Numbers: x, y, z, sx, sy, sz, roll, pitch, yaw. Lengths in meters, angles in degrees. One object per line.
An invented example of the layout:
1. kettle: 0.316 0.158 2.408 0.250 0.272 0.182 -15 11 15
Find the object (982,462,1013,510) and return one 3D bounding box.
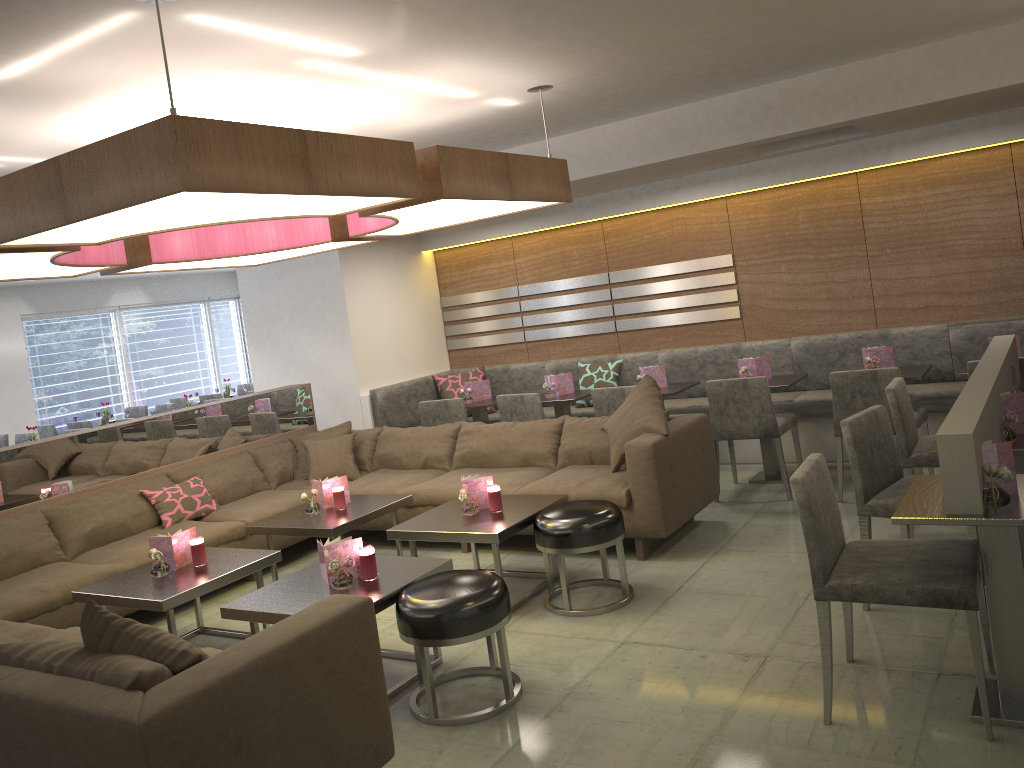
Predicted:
1. object: 1.385 0.292 2.549 0.099 0.125 0.101 -9 3 -13

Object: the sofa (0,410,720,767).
1. sofa: -1.125 0.852 4.405 3.166 0.674 3.796 -5 6 33

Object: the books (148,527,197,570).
1. books: -1.580 0.785 4.191 0.258 0.164 0.143 -8 3 -3

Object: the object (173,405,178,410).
1. object: -3.768 0.313 9.916 0.053 0.139 0.053 -8 2 -9

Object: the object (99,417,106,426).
1. object: -4.808 0.435 10.397 0.070 0.099 0.204 -8 5 3

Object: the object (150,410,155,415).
1. object: -3.922 0.360 9.669 0.053 0.139 0.053 -8 2 -9

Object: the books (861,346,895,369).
1. books: 2.305 -0.153 5.562 0.157 0.164 0.144 -7 3 13

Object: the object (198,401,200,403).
1. object: -4.132 0.234 11.874 0.216 0.015 0.218 -7 6 11

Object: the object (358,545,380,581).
1. object: -0.576 0.717 3.545 0.075 0.128 0.076 -8 2 -5

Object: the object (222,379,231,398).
1. object: -3.823 0.058 11.866 0.154 0.276 0.104 -7 2 30

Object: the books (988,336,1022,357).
1. books: 2.896 -0.201 5.193 0.157 0.164 0.144 -6 4 28

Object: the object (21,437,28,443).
1. object: -4.668 0.585 8.479 0.053 0.139 0.053 -8 2 -9

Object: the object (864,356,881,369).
1. object: 2.220 -0.112 5.416 0.093 0.125 0.106 -10 3 -26

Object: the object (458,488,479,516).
1. object: -0.216 0.582 4.384 0.095 0.129 0.106 -9 3 -7

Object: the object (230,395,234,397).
1. object: -3.928 0.172 12.199 0.217 0.015 0.217 -9 6 -5

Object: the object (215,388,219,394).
1. object: -4.082 0.127 12.248 0.053 0.139 0.053 -8 2 -9

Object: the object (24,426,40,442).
1. object: -4.398 0.514 8.107 0.154 0.276 0.104 -7 2 30

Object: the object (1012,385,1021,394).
1. object: 2.278 0.043 4.026 0.091 0.076 0.092 -6 4 28

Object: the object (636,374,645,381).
1. object: 0.930 -0.009 6.248 0.095 0.125 0.102 -8 3 -3

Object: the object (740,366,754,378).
1. object: 1.563 -0.060 5.846 0.095 0.125 0.106 -6 4 33

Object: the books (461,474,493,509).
1. books: -0.170 0.549 4.524 0.157 0.164 0.143 -8 3 -2

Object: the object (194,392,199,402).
1. object: -4.287 0.178 12.031 0.053 0.139 0.053 -8 2 -9

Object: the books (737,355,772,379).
1. books: 1.644 -0.100 5.985 0.158 0.164 0.142 -11 4 -37

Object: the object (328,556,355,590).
1. object: -0.632 0.731 3.499 0.194 0.125 0.095 -10 3 -26

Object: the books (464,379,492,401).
1. books: -0.279 0.054 7.218 0.158 0.164 0.142 -11 4 -37

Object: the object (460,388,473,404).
1. object: -0.360 0.094 7.074 0.108 0.125 0.094 -9 3 -14

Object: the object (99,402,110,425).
1. object: -4.764 0.342 10.364 0.154 0.276 0.104 -7 2 30

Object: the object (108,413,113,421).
1. object: -4.626 0.407 10.209 0.053 0.139 0.053 -8 2 -9

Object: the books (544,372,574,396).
1. books: 0.365 0.002 6.805 0.158 0.164 0.142 -11 4 -37

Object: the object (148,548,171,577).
1. object: -1.624 0.816 4.060 0.095 0.129 0.101 -7 3 16

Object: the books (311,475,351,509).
1. books: -1.042 0.619 5.085 0.158 0.164 0.142 -11 4 -37

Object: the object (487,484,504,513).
1. object: -0.084 0.564 4.369 0.075 0.128 0.076 -8 2 -5

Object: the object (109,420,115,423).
1. object: -4.869 0.456 10.697 0.216 0.015 0.218 -7 6 11

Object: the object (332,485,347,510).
1. object: -0.966 0.634 4.943 0.075 0.128 0.076 -8 2 5

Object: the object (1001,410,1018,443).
1. object: 1.829 0.155 3.288 0.101 0.125 0.092 -6 3 32

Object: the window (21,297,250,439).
1. window: -5.416 -0.155 13.135 0.158 2.067 3.688 -7 4 33

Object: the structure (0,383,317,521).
1. structure: -2.580 0.799 5.332 0.223 1.004 3.804 -7 5 33

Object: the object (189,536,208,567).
1. object: -1.474 0.785 4.153 0.075 0.128 0.076 -8 2 5

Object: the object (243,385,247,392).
1. object: -3.599 0.088 11.938 0.053 0.139 0.053 -8 2 -9

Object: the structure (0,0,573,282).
1. structure: -1.386 -0.984 4.256 2.437 0.617 2.462 -5 6 33

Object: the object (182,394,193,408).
1. object: -3.494 0.241 9.550 0.154 0.276 0.104 -7 2 30

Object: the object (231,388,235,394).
1. object: -3.686 0.123 11.710 0.053 0.139 0.053 -8 2 -9

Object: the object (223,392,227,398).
1. object: -3.867 0.150 11.899 0.070 0.099 0.204 -8 5 3

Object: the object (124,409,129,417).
1. object: -4.539 0.372 10.437 0.053 0.139 0.053 -8 2 -9

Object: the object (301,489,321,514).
1. object: -1.126 0.656 4.945 0.102 0.132 0.092 -8 3 -2

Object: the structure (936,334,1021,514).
1. structure: 1.929 0.059 3.563 0.094 0.231 2.508 -7 5 33

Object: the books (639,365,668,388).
1. books: 1.020 -0.050 6.385 0.157 0.164 0.143 -8 3 -2

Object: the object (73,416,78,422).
1. object: -5.177 0.457 10.501 0.053 0.139 0.053 -8 2 -9

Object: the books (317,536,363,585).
1. books: -0.698 0.714 3.626 0.158 0.164 0.143 -10 3 -22

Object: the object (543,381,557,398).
1. object: 0.284 0.042 6.669 0.111 0.125 0.091 -10 3 -25

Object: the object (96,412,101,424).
1. object: -5.022 0.411 10.747 0.053 0.139 0.053 -8 2 -9
